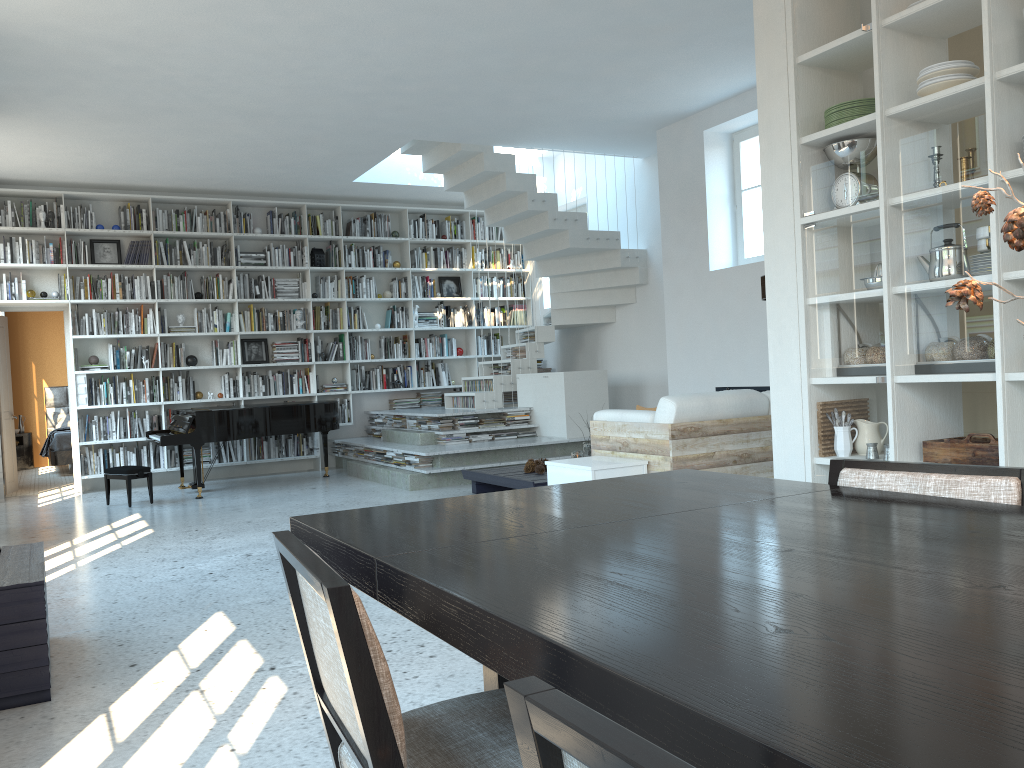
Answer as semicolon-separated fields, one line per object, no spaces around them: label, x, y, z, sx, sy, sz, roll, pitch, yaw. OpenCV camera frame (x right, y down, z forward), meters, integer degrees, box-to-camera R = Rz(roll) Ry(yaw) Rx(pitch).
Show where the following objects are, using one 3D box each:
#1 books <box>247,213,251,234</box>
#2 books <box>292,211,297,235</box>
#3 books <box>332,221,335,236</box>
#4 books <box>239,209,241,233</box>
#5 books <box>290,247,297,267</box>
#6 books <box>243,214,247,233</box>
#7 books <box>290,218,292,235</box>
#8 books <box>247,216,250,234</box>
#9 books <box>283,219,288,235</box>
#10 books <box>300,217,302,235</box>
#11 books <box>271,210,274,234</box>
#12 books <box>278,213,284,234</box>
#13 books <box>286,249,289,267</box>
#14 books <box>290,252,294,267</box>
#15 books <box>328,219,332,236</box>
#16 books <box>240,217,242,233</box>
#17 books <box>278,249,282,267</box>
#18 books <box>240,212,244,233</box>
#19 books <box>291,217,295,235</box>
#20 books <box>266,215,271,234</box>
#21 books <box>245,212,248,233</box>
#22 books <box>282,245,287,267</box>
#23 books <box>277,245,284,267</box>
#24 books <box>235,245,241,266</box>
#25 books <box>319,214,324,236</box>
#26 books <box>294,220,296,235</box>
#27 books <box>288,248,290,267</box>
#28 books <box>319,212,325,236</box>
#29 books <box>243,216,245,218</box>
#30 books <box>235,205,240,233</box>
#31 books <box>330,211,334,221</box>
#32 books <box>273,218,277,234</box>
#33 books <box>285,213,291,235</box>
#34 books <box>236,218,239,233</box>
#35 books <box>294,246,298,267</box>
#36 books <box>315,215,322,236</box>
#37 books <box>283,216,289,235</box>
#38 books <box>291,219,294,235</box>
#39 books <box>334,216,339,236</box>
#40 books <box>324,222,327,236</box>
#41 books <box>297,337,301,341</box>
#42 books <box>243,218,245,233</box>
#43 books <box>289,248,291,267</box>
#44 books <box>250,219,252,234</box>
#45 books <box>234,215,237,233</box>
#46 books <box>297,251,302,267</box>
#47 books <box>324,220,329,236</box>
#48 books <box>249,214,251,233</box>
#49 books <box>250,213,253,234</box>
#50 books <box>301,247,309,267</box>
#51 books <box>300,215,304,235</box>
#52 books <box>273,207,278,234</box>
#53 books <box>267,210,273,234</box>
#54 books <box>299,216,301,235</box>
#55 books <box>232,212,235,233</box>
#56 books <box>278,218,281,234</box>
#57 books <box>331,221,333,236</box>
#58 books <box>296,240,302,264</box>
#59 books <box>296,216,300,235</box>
books;-3.025;-1.819;10.170;0.005;0.255;0.168;-4;1;-28
books;-2.556;-1.873;10.432;0.012;0.308;0.138;-4;1;-28
books;-2.159;-1.838;10.632;0.022;0.194;0.182;-4;1;-28
books;-3.119;-1.834;10.129;0.010;0.296;0.153;-4;1;-28
books;-2.570;-1.474;10.402;0.032;0.248;0.173;-4;1;-28
books;-3.064;-1.813;10.163;0.014;0.248;0.139;-4;1;-28
books;-2.613;-1.823;10.385;0.012;0.217;0.179;-4;1;-28
books;-3.034;-1.800;10.167;0.016;0.219;0.144;-4;1;-28
books;-2.662;-1.813;10.359;0.033;0.203;0.166;-4;1;-28
books;-2.503;-1.841;10.453;0.014;0.239;0.153;-4;1;-28
books;-2.791;-1.853;10.298;0.011;0.296;0.157;-4;1;-28
books;-2.700;-1.845;10.360;0.028;0.270;0.140;-4;1;-28
books;-2.648;-1.456;10.359;0.023;0.223;0.190;-4;1;-28
books;-2.596;-1.442;10.389;0.029;0.188;0.176;-4;1;-28
books;-2.199;-1.845;10.596;0.031;0.213;0.169;-4;1;-28
books;-3.113;-1.789;10.146;0.011;0.205;0.145;-4;1;-28
books;-2.721;-1.450;10.331;0.028;0.219;0.183;-4;1;-28
books;-3.092;-1.820;10.127;0.011;0.265;0.163;-4;1;-28
books;-2.589;-1.834;10.429;0.026;0.234;0.137;-4;1;-28
books;-2.826;-1.826;10.290;0.012;0.245;0.151;-4;1;-28
books;-3.050;-1.822;10.164;0.013;0.264;0.147;-4;1;-28
books;-2.674;-1.478;10.355;0.023;0.269;0.185;-4;1;-28
books;-2.706;-1.479;10.361;0.029;0.273;0.140;-4;1;-28
books;-3.127;-1.442;10.098;0.021;0.249;0.191;-4;1;-28
books;-2.288;-1.871;10.575;0.030;0.274;0.151;-4;1;-28
books;-2.568;-1.820;10.433;0.014;0.204;0.135;-4;1;-28
books;-2.630;-1.461;10.383;0.010;0.230;0.152;-4;1;-28
books;-2.263;-1.884;10.569;0.010;0.297;0.167;-4;1;-28
books;-3.079;-1.805;10.170;0.006;0.233;0.136;-4;1;-28
books;-3.133;-1.856;10.128;0.014;0.341;0.145;-4;1;-28
books;-2.155;-1.906;10.654;0.012;0.330;0.128;-4;1;-28
books;-2.776;-1.810;10.319;0.031;0.208;0.146;-4;1;-28
books;-2.620;-1.850;10.370;0.010;0.270;0.180;-4;1;-28
books;-3.141;-1.782;10.108;0.026;0.194;0.166;-4;1;-28
books;-2.552;-1.482;10.430;0.029;0.261;0.133;-4;1;-28
books;-2.315;-1.859;10.538;0.054;0.255;0.191;-4;1;-28
books;-2.640;-1.832;10.376;0.023;0.236;0.154;-4;1;-28
books;-2.589;-1.817;10.378;0.023;0.202;0.193;-4;1;-28
books;-2.120;-1.870;10.635;0.029;0.253;0.186;-4;1;-28
books;-2.244;-1.826;10.575;0.022;0.180;0.173;-4;1;-28
books;-2.509;-0.399;10.470;0.011;0.299;0.130;-4;1;-28
books;-3.081;-1.786;10.146;0.023;0.195;0.172;-4;1;-28
books;-2.617;-1.462;10.382;0.012;0.230;0.158;-4;1;-28
books;-3.010;-1.786;10.188;0.010;0.187;0.152;-4;1;-28
books;-3.169;-1.797;10.108;0.023;0.228;0.157;-4;1;-28
books;-2.518;-1.454;10.432;0.029;0.202;0.191;-4;1;-28
books;-2.225;-1.838;10.587;0.024;0.202;0.180;-4;1;-28
books;-3.026;-1.816;10.191;0.013;0.249;0.148;-4;1;-28
books;-2.999;-1.821;10.186;0.011;0.256;0.143;-4;1;-28
books;-2.444;-1.475;10.408;0.037;0.237;0.272;-4;1;-28
books;-2.491;-1.851;10.467;0.022;0.257;0.136;-4;1;-28
books;-2.751;-1.873;10.308;0.010;0.331;0.186;-4;1;-28
books;-2.808;-1.850;10.280;0.014;0.292;0.176;-4;1;-28
books;-2.519;-1.843;10.454;0.014;0.244;0.145;-4;1;-28
books;-3.182;-1.809;10.079;0.026;0.253;0.185;-4;1;-28
books;-2.724;-1.814;10.327;0.050;0.211;0.173;-4;1;-28
books;-2.184;-1.842;10.627;0.025;0.203;0.162;-4;1;-28
books;-2.507;-1.520;10.447;0.012;0.334;0.155;-4;1;-28
books;-2.533;-1.842;10.435;0.028;0.244;0.161;-4;1;-28
